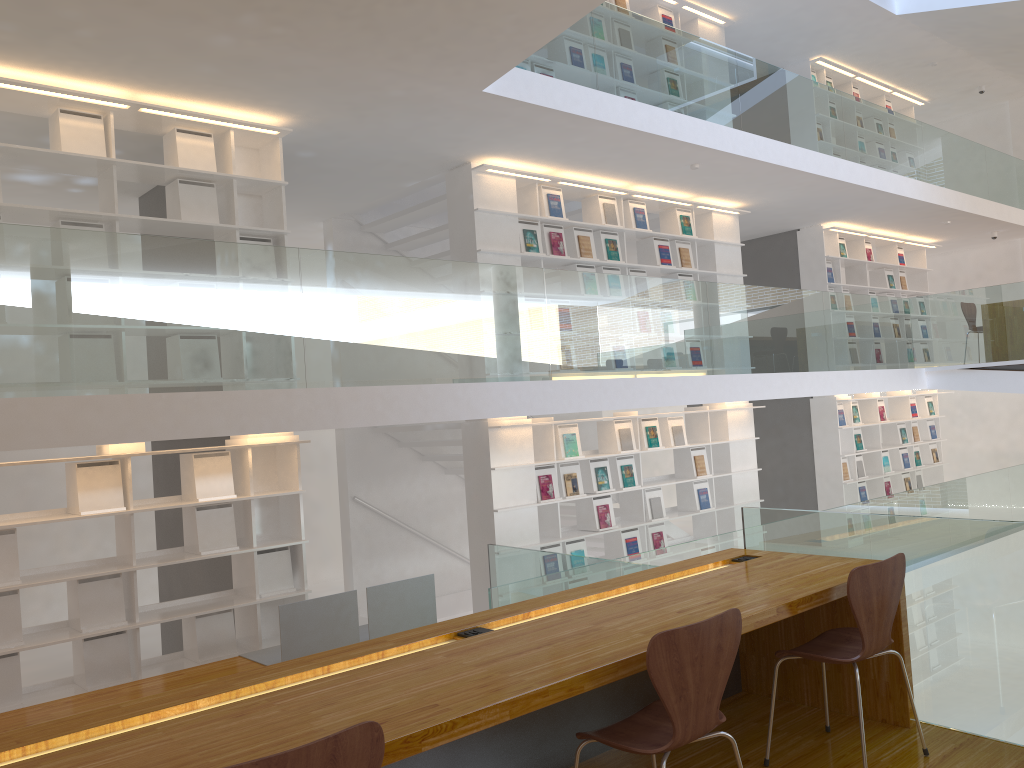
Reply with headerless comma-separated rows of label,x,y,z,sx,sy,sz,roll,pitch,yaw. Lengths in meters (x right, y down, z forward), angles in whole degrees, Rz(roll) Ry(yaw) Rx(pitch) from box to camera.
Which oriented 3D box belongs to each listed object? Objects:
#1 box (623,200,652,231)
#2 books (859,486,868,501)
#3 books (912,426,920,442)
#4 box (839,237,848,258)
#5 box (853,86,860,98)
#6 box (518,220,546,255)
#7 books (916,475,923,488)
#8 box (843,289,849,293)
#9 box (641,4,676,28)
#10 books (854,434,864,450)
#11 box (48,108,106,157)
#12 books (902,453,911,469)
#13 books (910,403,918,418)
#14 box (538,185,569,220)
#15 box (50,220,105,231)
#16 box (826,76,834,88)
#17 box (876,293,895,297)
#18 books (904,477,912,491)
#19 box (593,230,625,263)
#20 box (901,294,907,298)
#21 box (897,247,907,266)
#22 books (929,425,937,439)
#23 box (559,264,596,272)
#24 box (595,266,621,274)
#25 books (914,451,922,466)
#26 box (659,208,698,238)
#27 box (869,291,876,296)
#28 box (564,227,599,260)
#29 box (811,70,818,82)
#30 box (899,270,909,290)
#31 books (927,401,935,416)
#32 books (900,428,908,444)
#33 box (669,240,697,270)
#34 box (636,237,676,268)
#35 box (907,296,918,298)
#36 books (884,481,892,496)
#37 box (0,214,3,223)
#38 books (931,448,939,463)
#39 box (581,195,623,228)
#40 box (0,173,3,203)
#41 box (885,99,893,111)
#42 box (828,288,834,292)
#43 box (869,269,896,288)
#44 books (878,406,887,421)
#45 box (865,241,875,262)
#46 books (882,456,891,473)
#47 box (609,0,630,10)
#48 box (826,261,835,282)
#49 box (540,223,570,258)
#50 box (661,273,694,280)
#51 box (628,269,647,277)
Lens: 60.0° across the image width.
box,1.148,-1.586,8.487,0.245,0.296,0.274,-2,-3,-41
books,4.345,1.375,10.963,0.145,0.210,0.037,-2,-3,-41
books,5.478,0.682,12.027,0.145,0.210,0.037,-2,-3,-41
box,4.057,-1.684,11.137,0.245,0.296,0.274,-2,-3,-41
box,4.433,-3.745,11.655,0.245,0.296,0.274,-2,-3,-41
box,0.096,-1.221,7.528,0.245,0.296,0.274,-2,-3,-41
books,5.512,1.342,11.992,0.145,0.210,0.037,-2,-3,-41
box,4.102,-1.030,11.115,0.245,0.296,0.274,-2,-3,-41
box,1.504,-3.644,8.992,0.245,0.296,0.274,-2,-3,-41
books,4.295,0.726,10.980,0.145,0.210,0.037,-2,-3,-41
box,-2.581,-1.454,5.278,0.245,0.296,0.274,-2,-3,-41
books,5.239,1.026,11.782,0.145,0.210,0.037,-2,-3,-41
books,5.457,0.368,12.038,0.145,0.210,0.037,-2,-3,-41
box,0.302,-1.557,7.741,0.245,0.296,0.274,-2,-3,-41
box,-2.556,-0.797,5.242,0.245,0.296,0.274,-2,-3,-41
box,3.923,-3.726,11.208,0.245,0.296,0.274,-2,-3,-41
box,5.029,-1.062,11.932,0.245,0.296,0.274,-2,-3,-41
books,5.263,1.350,11.773,0.145,0.210,0.037,-2,-3,-41
box,0.851,-1.247,8.194,0.245,0.296,0.274,-2,-3,-41
box,5.293,-1.071,12.165,0.245,0.296,0.274,-2,-3,-41
box,5.257,-1.726,12.195,0.245,0.296,0.274,-2,-3,-41
books,5.883,0.684,12.380,0.145,0.210,0.037,-2,-3,-41
box,0.615,-0.910,7.956,0.245,0.296,0.274,-2,-3,-41
box,0.869,-0.919,8.180,0.245,0.296,0.274,-2,-3,-41
books,5.491,1.017,12.004,0.145,0.210,0.037,-2,-3,-41
box,1.681,-1.605,8.957,0.245,0.296,0.274,-2,-3,-41
box,4.626,-1.048,11.577,0.245,0.296,0.274,-2,-3,-41
box,0.592,-1.238,7.966,0.245,0.296,0.274,-2,-3,-41
box,3.625,-3.715,10.946,0.245,0.296,0.274,-2,-3,-41
box,5.278,-1.400,12.183,0.245,0.296,0.274,-2,-3,-41
books,5.859,0.348,12.394,0.145,0.210,0.037,-2,-3,-41
books,5.215,0.691,11.796,0.145,0.210,0.037,-2,-3,-41
box,1.666,-1.275,8.913,0.245,0.296,0.274,-2,-3,-41
box,1.411,-1.269,8.688,0.245,0.296,0.274,-2,-3,-41
box,5.694,-1.086,12.519,0.245,0.296,0.274,-2,-3,-41
books,4.840,1.362,11.403,0.145,0.210,0.037,-2,-3,-41
box,-2.959,-0.783,4.886,0.245,0.296,0.274,-2,-3,-41
books,5.908,1.008,12.371,0.145,0.210,0.037,-2,-3,-41
box,0.834,-1.575,8.210,0.245,0.296,0.274,-2,-3,-41
box,-2.981,-1.110,4.898,0.245,0.296,0.274,-2,-3,-41
box,5.122,-3.768,12.266,0.245,0.296,0.274,-2,-3,-41
box,3.820,-1.020,10.866,0.245,0.296,0.274,-2,-3,-41
box,5.007,-1.389,11.944,0.245,0.296,0.274,-2,-3,-41
books,4.776,0.392,11.437,0.145,0.210,0.037,-2,-3,-41
box,4.567,-1.704,11.583,0.245,0.296,0.274,-2,-3,-41
books,4.818,1.035,11.415,0.145,0.210,0.037,-2,-3,-41
box,0.980,-3.626,8.529,0.245,0.296,0.274,-2,-3,-41
box,3.794,-1.348,10.874,0.245,0.296,0.274,-2,-3,-41
box,0.315,-1.227,7.738,0.245,0.296,0.274,-2,-3,-41
box,1.689,-0.948,8.903,0.245,0.296,0.274,-2,-3,-41
box,1.146,-0.928,8.424,0.245,0.296,0.274,-2,-3,-41
